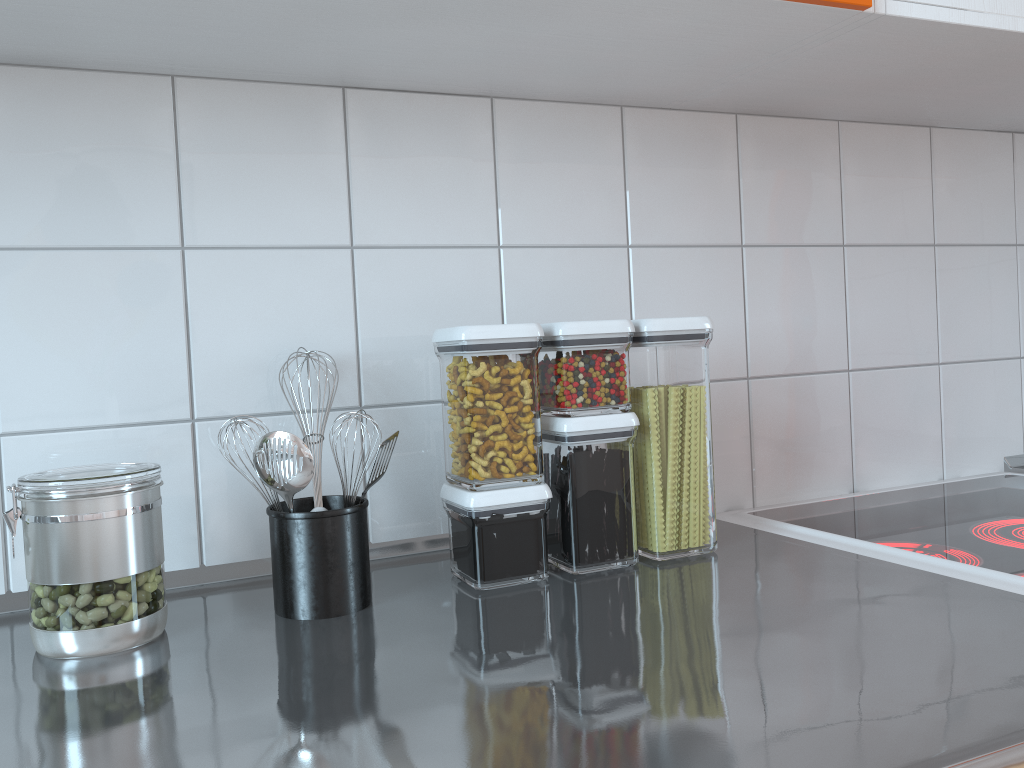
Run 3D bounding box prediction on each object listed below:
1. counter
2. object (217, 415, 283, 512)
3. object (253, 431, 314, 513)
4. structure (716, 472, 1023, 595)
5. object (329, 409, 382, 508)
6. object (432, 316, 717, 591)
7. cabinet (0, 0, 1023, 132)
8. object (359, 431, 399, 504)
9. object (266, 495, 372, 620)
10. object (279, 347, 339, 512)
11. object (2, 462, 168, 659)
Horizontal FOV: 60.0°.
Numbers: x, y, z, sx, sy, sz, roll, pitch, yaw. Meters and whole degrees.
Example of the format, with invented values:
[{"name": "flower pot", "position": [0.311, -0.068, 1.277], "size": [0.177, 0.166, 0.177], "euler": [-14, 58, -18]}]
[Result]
[{"name": "counter", "position": [-0.138, 0.262, 0.685], "size": [3.084, 0.132, 0.685], "euler": [-4, 2, -23]}, {"name": "object", "position": [-0.224, 0.121, 0.836], "size": [0.045, 0.190, 0.106], "euler": [-2, 2, 28]}, {"name": "object", "position": [-0.207, 0.128, 0.814], "size": [0.052, 0.176, 0.088], "euler": [-3, 2, -15]}, {"name": "structure", "position": [0.697, 0.592, 1.013], "size": [0.614, 0.864, 0.737], "euler": [-4, 2, -24]}, {"name": "object", "position": [-0.147, 0.088, 0.810], "size": [0.044, 0.131, 0.077], "euler": [-4, 2, -32]}, {"name": "object", "position": [0.074, 0.064, 0.955], "size": [0.299, 0.260, 0.095], "euler": [-4, 2, -23]}, {"name": "cabinet", "position": [-0.148, -0.093, 0.659], "size": [3.086, 2.348, 0.709], "euler": [-4, 2, -23]}, {"name": "object", "position": [-0.143, 0.126, 0.846], "size": [0.034, 0.164, 0.119], "euler": [-4, 2, -43]}, {"name": "object", "position": [-0.183, 0.166, 0.848], "size": [0.095, 0.105, 0.097], "euler": [-5, 3, -42]}, {"name": "object", "position": [-0.192, 0.086, 0.907], "size": [0.063, 0.251, 0.186], "euler": [-4, 2, -23]}, {"name": "object", "position": [-0.365, 0.151, 0.779], "size": [0.118, 0.150, 0.116], "euler": [-3, 2, 11]}]
